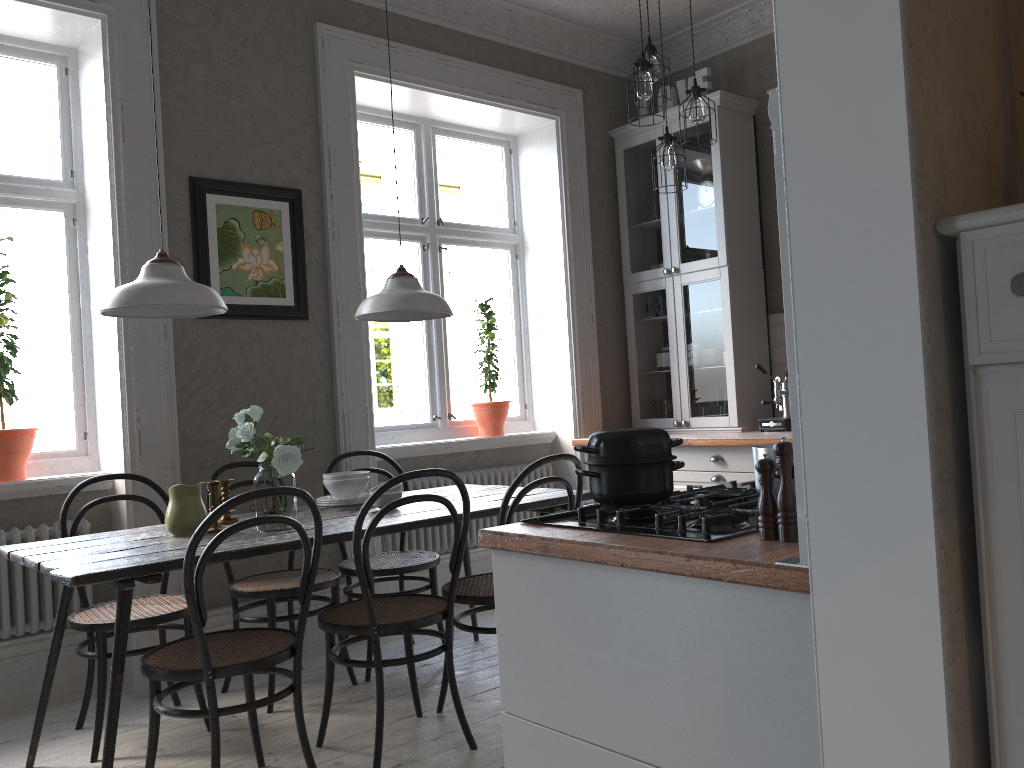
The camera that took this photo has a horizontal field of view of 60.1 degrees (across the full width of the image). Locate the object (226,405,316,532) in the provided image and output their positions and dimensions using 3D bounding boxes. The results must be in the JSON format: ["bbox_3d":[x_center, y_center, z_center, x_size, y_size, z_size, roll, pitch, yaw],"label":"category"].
[{"bbox_3d":[-0.789,0.273,2.906,0.257,0.414,0.305,-3,-1,-42],"label":"object"}]

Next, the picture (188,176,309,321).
[{"bbox_3d":[-1.175,-0.598,3.995,0.532,0.619,0.019,-3,-1,-41],"label":"picture"}]

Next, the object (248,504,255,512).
[{"bbox_3d":[-0.930,0.442,3.439,0.137,0.112,0.142,-4,-1,32],"label":"object"}]

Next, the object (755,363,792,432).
[{"bbox_3d":[1.437,0.070,4.785,0.361,0.370,0.201,-3,-1,-41],"label":"object"}]

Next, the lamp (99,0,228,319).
[{"bbox_3d":[-1.165,-1.151,2.852,0.380,1.858,0.378,-3,-1,-3],"label":"lamp"}]

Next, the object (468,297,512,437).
[{"bbox_3d":[-0.142,-0.101,5.210,0.262,0.813,0.257,-3,-1,-13],"label":"object"}]

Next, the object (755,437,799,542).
[{"bbox_3d":[0.430,0.169,1.439,0.036,0.167,0.071,-3,-1,-40],"label":"object"}]

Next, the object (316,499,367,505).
[{"bbox_3d":[-0.641,0.459,3.459,0.234,0.027,0.240,-4,-1,17],"label":"object"}]

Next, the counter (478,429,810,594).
[{"bbox_3d":[0.735,0.290,3.491,3.462,0.039,3.094,-3,-1,-41],"label":"counter"}]

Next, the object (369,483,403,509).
[{"bbox_3d":[-0.473,0.410,3.326,0.130,0.119,0.122,-3,-1,-25],"label":"object"}]

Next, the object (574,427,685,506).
[{"bbox_3d":[0.239,0.166,1.794,0.187,0.147,0.196,-4,-1,29],"label":"object"}]

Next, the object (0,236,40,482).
[{"bbox_3d":[-2.063,-0.104,3.550,0.270,0.991,0.270,-3,-1,-1],"label":"object"}]

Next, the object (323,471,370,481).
[{"bbox_3d":[-0.645,0.395,3.460,0.176,0.094,0.183,-4,-1,40],"label":"object"}]

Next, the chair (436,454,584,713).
[{"bbox_3d":[0.000,0.711,3.180,0.447,0.920,0.537,-3,-1,-43],"label":"chair"}]

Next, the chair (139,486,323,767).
[{"bbox_3d":[-0.798,0.747,2.513,0.447,0.920,0.537,-3,-1,-43],"label":"chair"}]

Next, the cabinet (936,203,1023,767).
[{"bbox_3d":[0.884,0.428,0.907,0.392,1.297,0.652,-3,-1,-40],"label":"cabinet"}]

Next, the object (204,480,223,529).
[{"bbox_3d":[-1.042,0.413,3.077,0.063,0.172,0.061,-3,-1,-19],"label":"object"}]

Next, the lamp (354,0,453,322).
[{"bbox_3d":[-0.472,-1.182,3.447,0.387,1.858,0.372,-3,-1,-33],"label":"lamp"}]

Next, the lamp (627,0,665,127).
[{"bbox_3d":[0.497,-1.933,3.610,0.146,1.735,0.147,-3,-1,6],"label":"lamp"}]

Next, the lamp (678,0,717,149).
[{"bbox_3d":[0.750,-1.894,3.809,0.144,1.735,0.150,-4,-1,36],"label":"lamp"}]

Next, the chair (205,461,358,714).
[{"bbox_3d":[-0.946,0.775,3.591,0.447,0.920,0.537,-3,-1,-43],"label":"chair"}]

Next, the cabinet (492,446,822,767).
[{"bbox_3d":[1.158,0.671,3.246,1.979,0.854,4.213,-4,-1,6],"label":"cabinet"}]

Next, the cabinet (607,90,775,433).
[{"bbox_3d":[1.080,-0.651,5.338,0.396,1.921,0.861,-3,-1,-40],"label":"cabinet"}]

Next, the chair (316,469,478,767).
[{"bbox_3d":[-0.387,0.729,2.871,0.446,0.920,0.538,-3,-1,-33],"label":"chair"}]

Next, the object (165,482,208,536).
[{"bbox_3d":[-1.090,0.414,2.947,0.148,0.170,0.137,-4,-1,11],"label":"object"}]

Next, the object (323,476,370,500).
[{"bbox_3d":[-0.644,0.415,3.459,0.176,0.094,0.183,-4,-1,40],"label":"object"}]

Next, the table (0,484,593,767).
[{"bbox_3d":[-0.652,0.844,3.214,1.960,0.735,0.886,-3,-1,-41],"label":"table"}]

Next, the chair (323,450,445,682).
[{"bbox_3d":[-0.558,0.758,3.901,0.446,0.920,0.539,-3,-1,-28],"label":"chair"}]

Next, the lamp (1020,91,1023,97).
[{"bbox_3d":[0.850,-0.379,1.056,0.175,0.558,0.441,-3,-1,-32],"label":"lamp"}]

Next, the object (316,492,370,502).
[{"bbox_3d":[-0.641,0.451,3.459,0.240,0.027,0.234,-3,-1,-18],"label":"object"}]

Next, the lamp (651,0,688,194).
[{"bbox_3d":[0.652,-1.727,3.940,0.145,1.735,0.148,-4,-1,16],"label":"lamp"}]

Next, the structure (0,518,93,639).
[{"bbox_3d":[-2.179,0.783,3.265,1.249,0.428,0.145,-2,-1,-43],"label":"structure"}]

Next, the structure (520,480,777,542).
[{"bbox_3d":[0.403,0.246,1.831,0.618,0.031,0.486,-3,-1,-41],"label":"structure"}]

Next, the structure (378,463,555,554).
[{"bbox_3d":[-0.217,0.696,4.952,1.249,0.428,0.145,-2,-1,-43],"label":"structure"}]

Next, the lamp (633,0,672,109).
[{"bbox_3d":[0.552,-2.064,3.789,0.144,1.735,0.150,-4,-1,36],"label":"lamp"}]

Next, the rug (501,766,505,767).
[{"bbox_3d":[0.433,1.126,2.611,1.316,0.014,0.721,-3,-1,-40],"label":"rug"}]

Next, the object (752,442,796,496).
[{"bbox_3d":[0.587,0.152,1.746,0.175,0.134,0.302,-3,-1,-5],"label":"object"}]

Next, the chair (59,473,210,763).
[{"bbox_3d":[-1.374,0.794,3.218,0.446,0.920,0.538,-3,-1,-33],"label":"chair"}]

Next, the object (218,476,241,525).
[{"bbox_3d":[-1.024,0.413,3.170,0.094,0.172,0.098,-4,-1,31],"label":"object"}]

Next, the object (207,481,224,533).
[{"bbox_3d":[-0.991,0.410,2.961,0.060,0.167,0.058,-3,-1,-27],"label":"object"}]

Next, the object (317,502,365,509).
[{"bbox_3d":[-0.640,0.468,3.459,0.241,0.027,0.234,-3,-1,-23],"label":"object"}]
